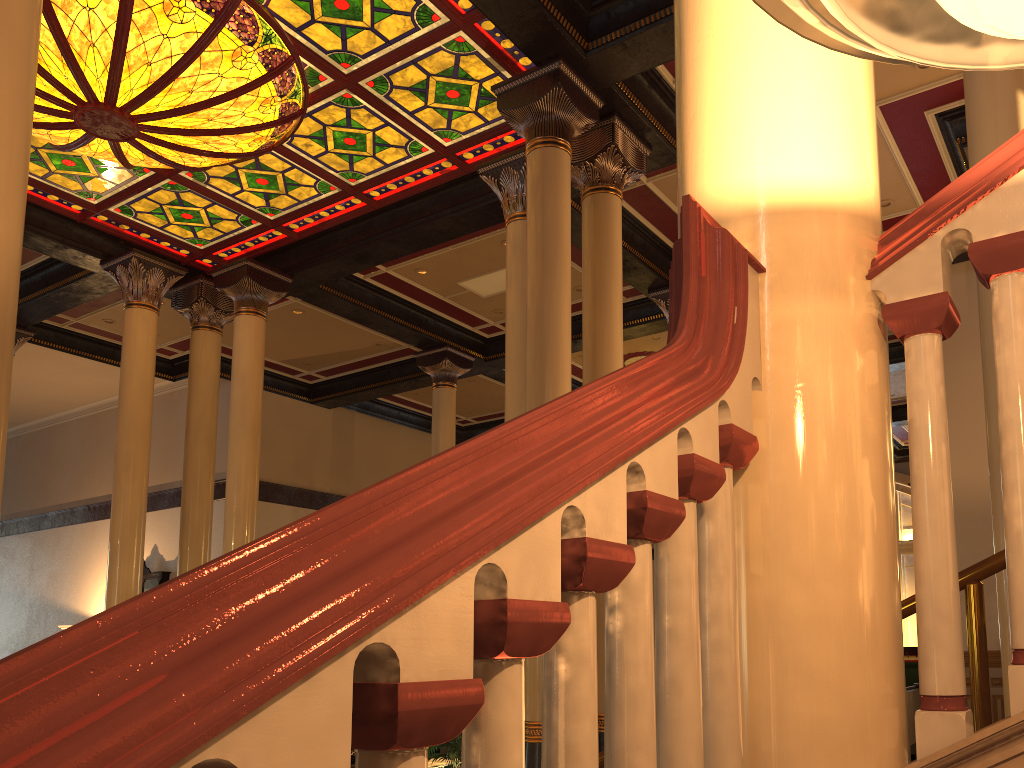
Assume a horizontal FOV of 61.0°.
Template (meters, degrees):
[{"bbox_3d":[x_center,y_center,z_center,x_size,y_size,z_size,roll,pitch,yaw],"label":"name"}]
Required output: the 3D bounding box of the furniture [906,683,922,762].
[{"bbox_3d":[4.605,4.209,10.791,0.787,0.922,2.289,-8,-17,34],"label":"furniture"}]

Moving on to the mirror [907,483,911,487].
[{"bbox_3d":[5.530,2.065,11.369,0.248,1.941,1.875,-6,-13,34],"label":"mirror"}]

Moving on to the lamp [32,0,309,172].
[{"bbox_3d":[-3.170,-2.315,6.839,2.920,0.587,3.171,-11,-20,31],"label":"lamp"}]

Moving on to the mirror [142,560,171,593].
[{"bbox_3d":[-6.442,3.809,15.095,1.350,1.518,0.210,-9,-11,33],"label":"mirror"}]

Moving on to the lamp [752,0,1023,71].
[{"bbox_3d":[0.411,0.560,0.469,0.607,1.966,0.568,6,-10,-37],"label":"lamp"}]

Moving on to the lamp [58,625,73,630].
[{"bbox_3d":[-7.500,5.128,14.812,0.585,1.966,0.589,0,-8,-5],"label":"lamp"}]

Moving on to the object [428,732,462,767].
[{"bbox_3d":[-0.346,2.481,6.879,1.011,2.102,1.132,-4,-10,23],"label":"object"}]
